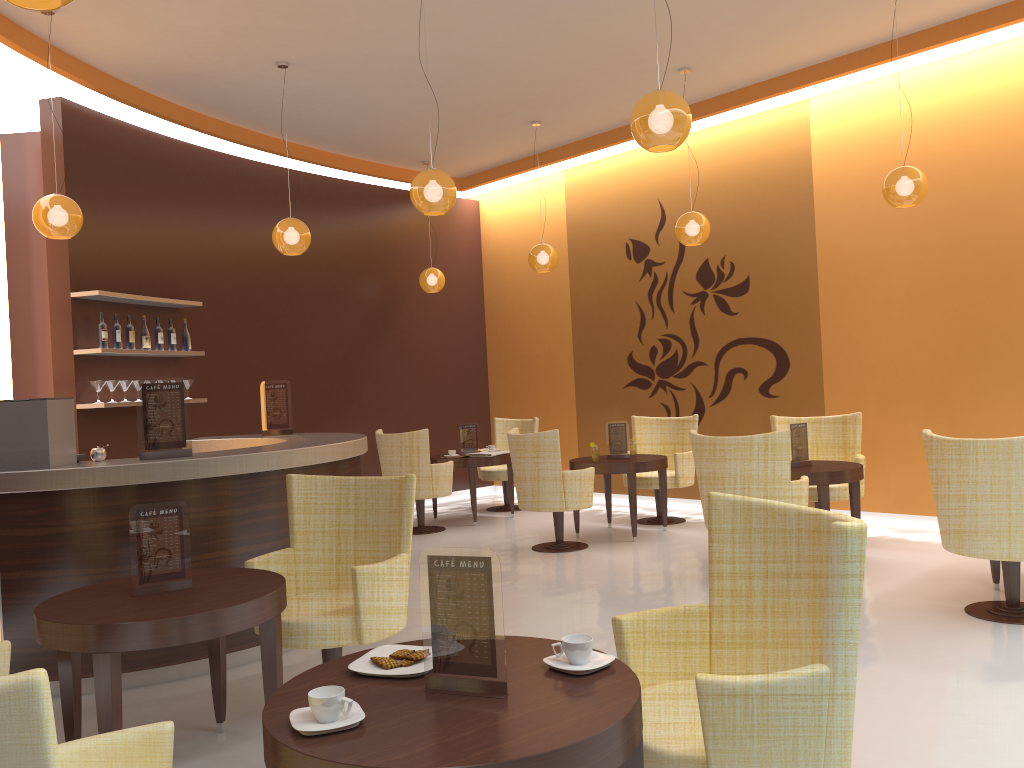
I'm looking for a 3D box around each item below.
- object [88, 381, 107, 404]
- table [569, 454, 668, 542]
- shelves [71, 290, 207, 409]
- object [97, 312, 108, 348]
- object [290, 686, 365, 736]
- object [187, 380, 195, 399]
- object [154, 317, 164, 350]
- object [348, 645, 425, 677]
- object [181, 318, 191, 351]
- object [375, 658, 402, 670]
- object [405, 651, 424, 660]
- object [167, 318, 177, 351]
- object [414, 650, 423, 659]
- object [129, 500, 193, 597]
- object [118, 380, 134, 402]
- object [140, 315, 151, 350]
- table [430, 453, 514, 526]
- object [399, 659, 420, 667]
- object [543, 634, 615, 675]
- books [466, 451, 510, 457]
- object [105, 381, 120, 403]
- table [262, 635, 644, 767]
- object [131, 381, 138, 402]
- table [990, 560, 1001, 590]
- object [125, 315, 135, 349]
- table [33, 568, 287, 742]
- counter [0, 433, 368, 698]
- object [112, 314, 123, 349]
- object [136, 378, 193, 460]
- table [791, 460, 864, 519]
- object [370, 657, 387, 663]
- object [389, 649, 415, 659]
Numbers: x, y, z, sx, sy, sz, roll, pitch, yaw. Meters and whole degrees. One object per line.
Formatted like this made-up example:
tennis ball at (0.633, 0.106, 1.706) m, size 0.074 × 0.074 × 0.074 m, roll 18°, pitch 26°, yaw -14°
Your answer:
object at (-3.237, 0.065, 6.935) m, size 0.137 × 0.174 × 0.137 m, roll -3°, pitch 0°, yaw 12°
table at (0.969, 1.008, 7.965) m, size 0.872 × 0.679 × 0.874 m, roll -3°, pitch 0°, yaw -12°
shelves at (-3.221, -0.268, 5.722) m, size 0.586 × 0.902 × 4.744 m, roll -3°, pitch 0°, yaw 4°
object at (-3.233, -0.417, 6.998) m, size 0.073 × 0.297 × 0.073 m, roll -3°, pitch 0°, yaw -5°
object at (-0.398, 0.695, 1.905) m, size 0.153 × 0.069 × 0.153 m, roll -3°, pitch 0°, yaw -21°
object at (-2.913, 0.051, 7.962) m, size 0.137 × 0.174 × 0.137 m, roll -3°, pitch 0°, yaw 22°
object at (-3.046, -0.426, 7.643) m, size 0.073 × 0.297 × 0.073 m, roll -3°, pitch 0°, yaw -5°
object at (-0.286, 0.715, 2.285) m, size 0.234 × 0.020 × 0.234 m, roll -3°, pitch 0°, yaw 18°
object at (-2.930, -0.437, 7.957) m, size 0.086 × 0.303 × 0.086 m, roll -3°, pitch 0°, yaw -29°
object at (-0.312, 0.706, 2.238) m, size 0.051 × 0.018 × 0.054 m, roll -3°, pitch 0°, yaw -45°
object at (-0.241, 0.697, 2.275) m, size 0.052 × 0.016 × 0.055 m, roll -3°, pitch 0°, yaw -44°
object at (-2.993, -0.428, 7.793) m, size 0.073 × 0.297 × 0.073 m, roll -3°, pitch 0°, yaw -5°
object at (-0.245, 0.706, 2.311) m, size 0.054 × 0.018 × 0.051 m, roll -3°, pitch 0°, yaw 4°
object at (-1.316, 0.611, 3.323) m, size 0.209 × 0.335 × 0.042 m, roll -3°, pitch 0°, yaw -29°
object at (-3.159, 0.061, 7.236) m, size 0.137 × 0.174 × 0.137 m, roll -3°, pitch 0°, yaw 22°
object at (-3.105, -0.428, 7.495) m, size 0.086 × 0.303 × 0.086 m, roll -3°, pitch 0°, yaw 31°
table at (-0.412, 1.082, 9.288) m, size 0.872 × 0.679 × 0.874 m, roll -3°, pitch 0°, yaw -7°
object at (-0.270, 0.711, 2.262) m, size 0.054 × 0.018 × 0.051 m, roll -3°, pitch 0°, yaw 34°
object at (0.166, 0.667, 2.202) m, size 0.153 × 0.069 × 0.153 m, roll -3°, pitch 0°, yaw -43°
books at (-0.244, 0.715, 9.106) m, size 0.345 × 0.035 × 0.367 m, roll -3°, pitch 0°, yaw 37°
object at (-3.198, 0.063, 7.085) m, size 0.137 × 0.174 × 0.137 m, roll -3°, pitch 0°, yaw 12°
table at (-0.120, 1.055, 2.089) m, size 0.872 × 0.679 × 0.874 m, roll -3°, pitch 0°, yaw 3°
object at (-3.111, 0.061, 7.382) m, size 0.137 × 0.174 × 0.137 m, roll -3°, pitch 0°, yaw 22°
table at (3.312, 0.883, 5.308) m, size 0.872 × 0.679 × 0.874 m, roll -3°, pitch 0°, yaw 3°
object at (-3.153, -0.421, 7.315) m, size 0.073 × 0.297 × 0.073 m, roll -3°, pitch 0°, yaw 44°
table at (-1.277, 1.117, 3.313) m, size 0.872 × 0.679 × 0.874 m, roll -3°, pitch 0°, yaw 3°
counter at (-1.702, 0.931, 5.600) m, size 1.586 × 1.100 × 2.917 m, roll -3°, pitch 0°, yaw 2°
object at (-3.192, -0.419, 7.164) m, size 0.073 × 0.297 × 0.073 m, roll -3°, pitch 0°, yaw -5°
object at (-1.798, 0.177, 4.587) m, size 0.258 × 0.414 × 0.052 m, roll -3°, pitch 0°, yaw -29°
table at (2.143, 0.946, 6.557) m, size 0.872 × 0.679 × 0.874 m, roll -3°, pitch 0°, yaw -7°
object at (-0.335, 0.709, 2.279) m, size 0.052 × 0.018 × 0.055 m, roll -3°, pitch 0°, yaw -19°
object at (-0.288, 0.708, 2.325) m, size 0.055 × 0.014 × 0.053 m, roll -3°, pitch 0°, yaw 30°
